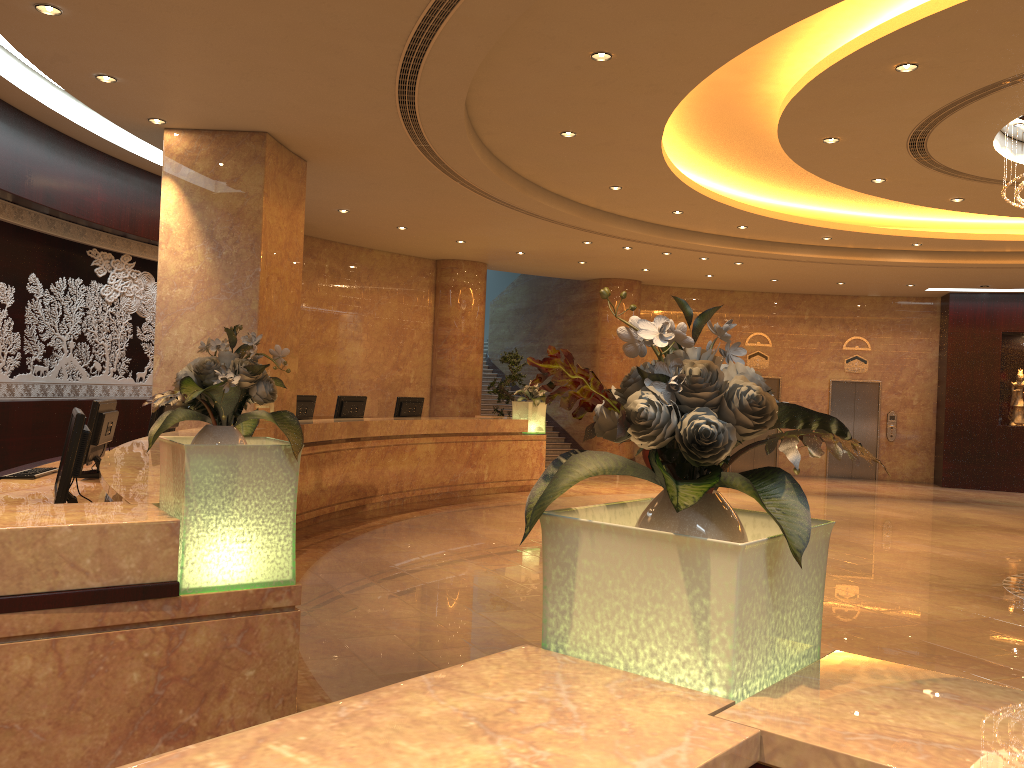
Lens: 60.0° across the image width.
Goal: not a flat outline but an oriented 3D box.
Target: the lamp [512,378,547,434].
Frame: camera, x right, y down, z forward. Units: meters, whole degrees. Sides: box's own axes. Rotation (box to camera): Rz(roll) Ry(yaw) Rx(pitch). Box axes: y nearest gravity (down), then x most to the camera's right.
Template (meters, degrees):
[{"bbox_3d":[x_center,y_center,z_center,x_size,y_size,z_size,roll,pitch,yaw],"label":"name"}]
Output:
[{"bbox_3d":[0.323,0.347,14.452,0.532,0.897,0.606,2,0,41],"label":"lamp"}]

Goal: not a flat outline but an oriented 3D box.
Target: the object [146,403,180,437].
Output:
[{"bbox_3d":[-2.990,0.345,7.621,0.430,0.500,0.531,2,0,34],"label":"object"}]

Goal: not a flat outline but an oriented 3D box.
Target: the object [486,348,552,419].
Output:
[{"bbox_3d":[0.033,0.538,15.868,1.250,2.363,0.843,2,0,43],"label":"object"}]

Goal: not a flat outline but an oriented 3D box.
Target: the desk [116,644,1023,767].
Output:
[{"bbox_3d":[1.983,1.140,0.254,5.227,1.155,1.570,2,0,27],"label":"desk"}]

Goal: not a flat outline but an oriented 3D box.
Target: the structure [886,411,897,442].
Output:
[{"bbox_3d":[8.180,0.911,19.102,0.200,0.661,0.053,2,0,12],"label":"structure"}]

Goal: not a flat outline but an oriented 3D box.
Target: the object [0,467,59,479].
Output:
[{"bbox_3d":[-3.057,0.564,5.622,0.215,0.034,0.526,3,0,-10],"label":"object"}]

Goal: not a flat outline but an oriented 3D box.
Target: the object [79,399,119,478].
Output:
[{"bbox_3d":[-2.674,0.348,5.727,0.430,0.500,0.531,2,0,23],"label":"object"}]

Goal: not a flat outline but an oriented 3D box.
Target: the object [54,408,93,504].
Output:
[{"bbox_3d":[-2.021,0.367,4.037,0.430,0.500,0.531,2,0,9],"label":"object"}]

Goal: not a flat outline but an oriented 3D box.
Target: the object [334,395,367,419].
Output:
[{"bbox_3d":[-2.157,0.405,11.801,0.531,0.500,0.430,3,0,-25],"label":"object"}]

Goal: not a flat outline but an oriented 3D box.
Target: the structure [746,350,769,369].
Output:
[{"bbox_3d":[5.367,-0.531,19.353,0.504,0.405,0.012,2,0,-3],"label":"structure"}]

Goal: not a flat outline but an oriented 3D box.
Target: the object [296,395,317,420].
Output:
[{"bbox_3d":[-2.582,0.380,10.727,0.531,0.500,0.430,3,0,-31],"label":"object"}]

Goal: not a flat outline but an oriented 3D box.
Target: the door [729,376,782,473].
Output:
[{"bbox_3d":[5.301,0.894,19.387,1.070,2.145,0.150,2,0,-3],"label":"door"}]

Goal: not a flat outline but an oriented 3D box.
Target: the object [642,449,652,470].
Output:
[{"bbox_3d":[3.020,0.679,17.939,1.250,2.363,0.843,3,0,-6],"label":"object"}]

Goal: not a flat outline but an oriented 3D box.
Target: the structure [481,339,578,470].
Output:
[{"bbox_3d":[-0.857,-1.077,20.488,9.849,5.560,7.472,3,0,-28],"label":"structure"}]

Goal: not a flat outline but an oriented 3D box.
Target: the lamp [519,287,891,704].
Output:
[{"bbox_3d":[0.320,0.288,1.641,0.580,0.923,0.570,3,0,-31],"label":"lamp"}]

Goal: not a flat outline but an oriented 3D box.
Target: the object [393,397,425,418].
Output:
[{"bbox_3d":[-1.511,0.439,12.950,0.531,0.500,0.430,3,0,-20],"label":"object"}]

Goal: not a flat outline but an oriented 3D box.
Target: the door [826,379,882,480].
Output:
[{"bbox_3d":[7.422,0.987,19.302,1.070,2.149,0.150,2,0,8],"label":"door"}]

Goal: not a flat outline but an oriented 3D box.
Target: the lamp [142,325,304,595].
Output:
[{"bbox_3d":[-1.049,0.239,3.163,0.542,0.925,0.577,3,0,-26],"label":"lamp"}]

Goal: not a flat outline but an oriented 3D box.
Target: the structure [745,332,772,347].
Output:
[{"bbox_3d":[5.386,-0.977,19.354,0.600,0.293,0.010,2,0,-3],"label":"structure"}]

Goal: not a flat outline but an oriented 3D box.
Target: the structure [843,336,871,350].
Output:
[{"bbox_3d":[7.497,-0.887,19.261,0.600,0.293,0.010,2,0,8],"label":"structure"}]

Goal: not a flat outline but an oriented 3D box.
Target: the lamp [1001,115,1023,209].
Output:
[{"bbox_3d":[6.073,-1.904,7.676,3.204,1.196,3.206,2,0,9],"label":"lamp"}]

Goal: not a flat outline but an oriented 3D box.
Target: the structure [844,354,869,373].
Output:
[{"bbox_3d":[7.479,-0.440,19.260,0.504,0.405,0.012,2,0,8],"label":"structure"}]

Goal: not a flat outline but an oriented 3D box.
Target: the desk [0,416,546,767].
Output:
[{"bbox_3d":[-1.828,1.024,8.954,3.466,1.155,12.951,2,0,7],"label":"desk"}]
